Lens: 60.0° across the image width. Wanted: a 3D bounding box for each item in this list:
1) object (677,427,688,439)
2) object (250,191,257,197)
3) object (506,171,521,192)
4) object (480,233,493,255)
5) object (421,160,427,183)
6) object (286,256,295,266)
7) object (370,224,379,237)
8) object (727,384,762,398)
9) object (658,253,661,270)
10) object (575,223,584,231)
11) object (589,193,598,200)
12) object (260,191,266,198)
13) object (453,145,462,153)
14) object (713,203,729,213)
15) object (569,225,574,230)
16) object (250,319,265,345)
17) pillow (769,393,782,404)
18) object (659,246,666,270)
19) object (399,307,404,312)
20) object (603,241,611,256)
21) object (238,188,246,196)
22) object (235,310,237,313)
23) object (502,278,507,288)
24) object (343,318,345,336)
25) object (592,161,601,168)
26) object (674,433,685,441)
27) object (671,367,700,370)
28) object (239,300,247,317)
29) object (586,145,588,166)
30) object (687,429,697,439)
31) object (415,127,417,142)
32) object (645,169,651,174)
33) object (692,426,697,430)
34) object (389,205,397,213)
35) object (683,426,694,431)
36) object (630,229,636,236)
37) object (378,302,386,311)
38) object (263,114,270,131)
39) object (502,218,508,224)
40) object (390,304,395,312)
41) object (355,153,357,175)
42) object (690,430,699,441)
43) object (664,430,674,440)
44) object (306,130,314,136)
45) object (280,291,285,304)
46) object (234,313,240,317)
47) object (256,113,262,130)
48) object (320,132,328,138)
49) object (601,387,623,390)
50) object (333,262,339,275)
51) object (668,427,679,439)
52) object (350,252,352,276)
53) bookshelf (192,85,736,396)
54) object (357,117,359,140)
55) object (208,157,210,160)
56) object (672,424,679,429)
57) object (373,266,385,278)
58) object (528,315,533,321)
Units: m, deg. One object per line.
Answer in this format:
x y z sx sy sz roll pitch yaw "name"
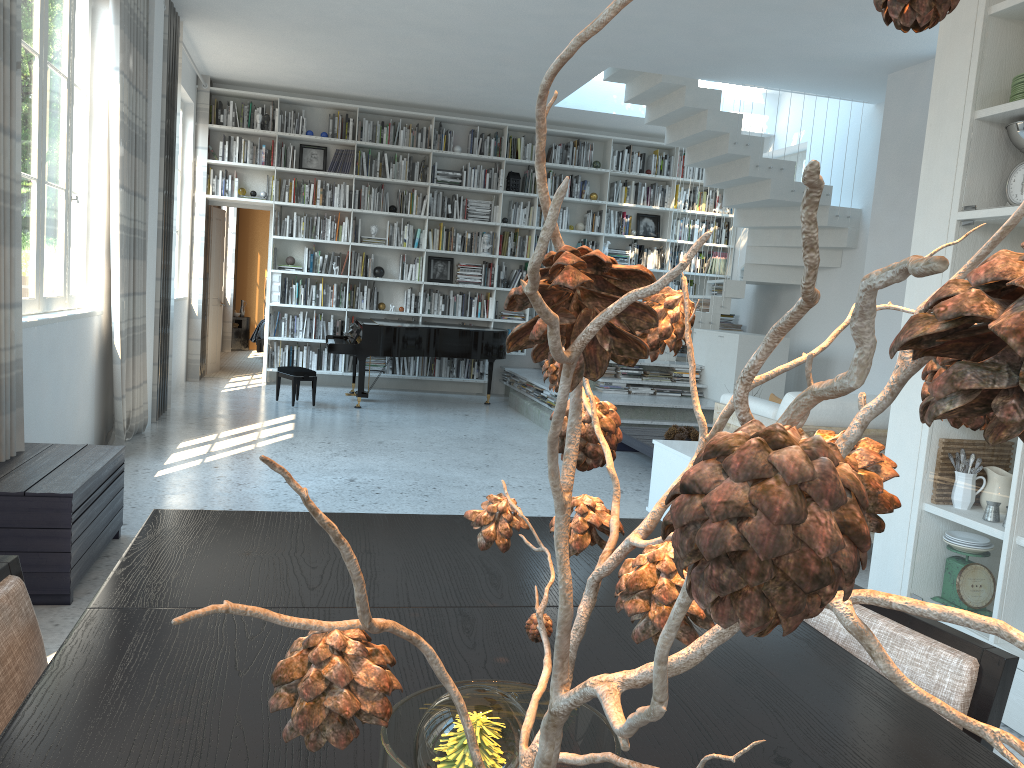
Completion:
1.324 0.382 6.919 0.094 0.109 0.108 11 9 44 "object"
-2.841 -2.089 9.742 0.071 0.072 0.071 0 8 -35 "object"
0.016 -2.343 10.294 0.135 0.248 0.135 2 7 -23 "object"
-0.296 -1.618 10.253 0.137 0.244 0.137 10 9 42 "object"
-0.991 -2.394 9.990 0.075 0.255 0.075 0 8 -34 "object"
-2.476 -1.375 9.914 0.105 0.107 0.105 0 8 -35 "object"
-1.571 -1.744 10.091 0.095 0.157 0.121 5 6 1 "object"
1.740 0.204 6.738 0.309 0.522 0.435 6 7 17 "object"
1.790 -1.502 10.873 0.022 0.212 0.178 3 6 -13 "object"
0.811 -1.873 10.604 0.111 0.113 0.111 0 8 -35 "object"
0.967 -2.216 10.510 0.100 0.102 0.100 0 8 -35 "object"
-2.733 -2.081 9.746 0.071 0.072 0.071 0 8 -35 "object"
-0.627 -2.676 10.137 0.105 0.106 0.104 0 8 -35 "object"
2.555 -2.143 10.833 0.203 0.137 0.095 5 6 3 "object"
0.702 -1.855 10.558 0.068 0.069 0.068 0 8 -35 "object"
-3.122 -0.850 13.266 1.481 0.541 1.448 3 6 -14 "object"
1.477 0.232 4.713 0.200 0.339 0.462 2 6 -19 "pillow"
1.821 -1.522 10.735 0.087 0.288 0.075 7 7 22 "object"
-1.274 -0.861 10.220 0.061 0.062 0.061 9 8 35 "object"
1.114 -1.559 10.551 0.087 0.288 0.075 7 7 22 "object"
-2.942 -2.097 9.667 0.086 0.088 0.087 9 8 35 "object"
-4.384 -1.118 13.935 0.106 0.103 0.105 4 6 -6 "object"
-0.086 -1.174 10.334 0.054 0.114 0.079 3 6 -14 "object"
-1.929 -0.646 10.180 0.017 0.290 0.089 3 7 -13 "object"
0.996 -2.581 10.462 0.104 0.105 0.104 9 8 35 "object"
1.271 0.412 6.697 0.081 0.083 0.098 4 6 -8 "object"
1.724 -0.174 8.912 0.284 0.030 0.176 3 6 -13 "object"
-4.238 -1.190 13.942 0.091 0.268 0.091 9 8 32 "object"
0.871 -2.695 10.520 0.006 0.298 0.129 3 7 -13 "object"
1.411 0.395 6.945 0.106 0.086 0.091 5 6 1 "object"
-1.095 -2.777 10.064 0.010 0.247 0.157 3 6 -13 "object"
1.632 -2.530 10.612 0.071 0.072 0.071 9 8 35 "object"
1.442 0.385 7.058 0.086 0.101 0.078 -1 8 -39 "object"
-1.355 -1.981 10.067 0.097 0.098 0.097 9 8 35 "object"
1.399 0.378 7.010 0.097 0.102 0.099 -1 8 -43 "object"
1.456 -1.825 10.729 0.091 0.093 0.091 9 8 35 "object"
-1.500 -0.892 10.208 0.091 0.092 0.091 0 8 -35 "object"
-2.646 -2.810 9.558 0.067 0.198 0.067 8 7 29 "object"
-0.081 -1.897 10.301 0.071 0.072 0.071 9 8 35 "object"
-1.369 -0.879 10.172 0.060 0.095 0.078 5 6 4 "object"
-1.761 -2.451 9.958 0.012 0.254 0.160 3 6 -13 "object"
1.417 0.406 6.836 0.083 0.100 0.092 4 6 -8 "object"
1.212 0.395 6.845 0.082 0.085 0.082 5 6 1 "object"
-2.229 -2.754 9.774 0.082 0.083 0.082 0 8 -35 "object"
-2.543 -0.961 9.830 0.045 0.147 0.045 8 7 25 "object"
-4.299 -1.080 13.841 0.118 0.061 0.118 4 6 -6 "object"
-2.724 -2.814 9.540 0.067 0.198 0.067 8 7 29 "object"
-2.077 -2.745 9.810 0.082 0.083 0.082 0 8 -35 "object"
0.967 0.038 8.659 0.204 0.004 0.139 3 6 -10 "object"
-1.969 -1.290 9.896 0.081 0.140 0.044 1 7 -29 "object"
1.252 0.383 6.909 0.110 0.101 0.114 1 7 -31 "object"
-1.837 -1.367 10.097 0.012 0.271 0.130 3 7 -13 "object"
-0.406 -1.421 10.332 6.297 3.147 0.330 3 7 -13 "bookshelf"
-1.731 -2.831 9.916 0.012 0.285 0.159 3 7 -13 "object"
-3.289 -2.554 9.582 0.035 0.296 0.176 3 7 -13 "object"
1.286 0.365 6.984 0.090 0.106 0.097 5 6 8 "object"
-1.522 -1.278 10.142 0.133 0.135 0.134 9 8 35 "object"
0.212 -0.787 10.596 0.071 0.072 0.071 9 8 35 "object"
